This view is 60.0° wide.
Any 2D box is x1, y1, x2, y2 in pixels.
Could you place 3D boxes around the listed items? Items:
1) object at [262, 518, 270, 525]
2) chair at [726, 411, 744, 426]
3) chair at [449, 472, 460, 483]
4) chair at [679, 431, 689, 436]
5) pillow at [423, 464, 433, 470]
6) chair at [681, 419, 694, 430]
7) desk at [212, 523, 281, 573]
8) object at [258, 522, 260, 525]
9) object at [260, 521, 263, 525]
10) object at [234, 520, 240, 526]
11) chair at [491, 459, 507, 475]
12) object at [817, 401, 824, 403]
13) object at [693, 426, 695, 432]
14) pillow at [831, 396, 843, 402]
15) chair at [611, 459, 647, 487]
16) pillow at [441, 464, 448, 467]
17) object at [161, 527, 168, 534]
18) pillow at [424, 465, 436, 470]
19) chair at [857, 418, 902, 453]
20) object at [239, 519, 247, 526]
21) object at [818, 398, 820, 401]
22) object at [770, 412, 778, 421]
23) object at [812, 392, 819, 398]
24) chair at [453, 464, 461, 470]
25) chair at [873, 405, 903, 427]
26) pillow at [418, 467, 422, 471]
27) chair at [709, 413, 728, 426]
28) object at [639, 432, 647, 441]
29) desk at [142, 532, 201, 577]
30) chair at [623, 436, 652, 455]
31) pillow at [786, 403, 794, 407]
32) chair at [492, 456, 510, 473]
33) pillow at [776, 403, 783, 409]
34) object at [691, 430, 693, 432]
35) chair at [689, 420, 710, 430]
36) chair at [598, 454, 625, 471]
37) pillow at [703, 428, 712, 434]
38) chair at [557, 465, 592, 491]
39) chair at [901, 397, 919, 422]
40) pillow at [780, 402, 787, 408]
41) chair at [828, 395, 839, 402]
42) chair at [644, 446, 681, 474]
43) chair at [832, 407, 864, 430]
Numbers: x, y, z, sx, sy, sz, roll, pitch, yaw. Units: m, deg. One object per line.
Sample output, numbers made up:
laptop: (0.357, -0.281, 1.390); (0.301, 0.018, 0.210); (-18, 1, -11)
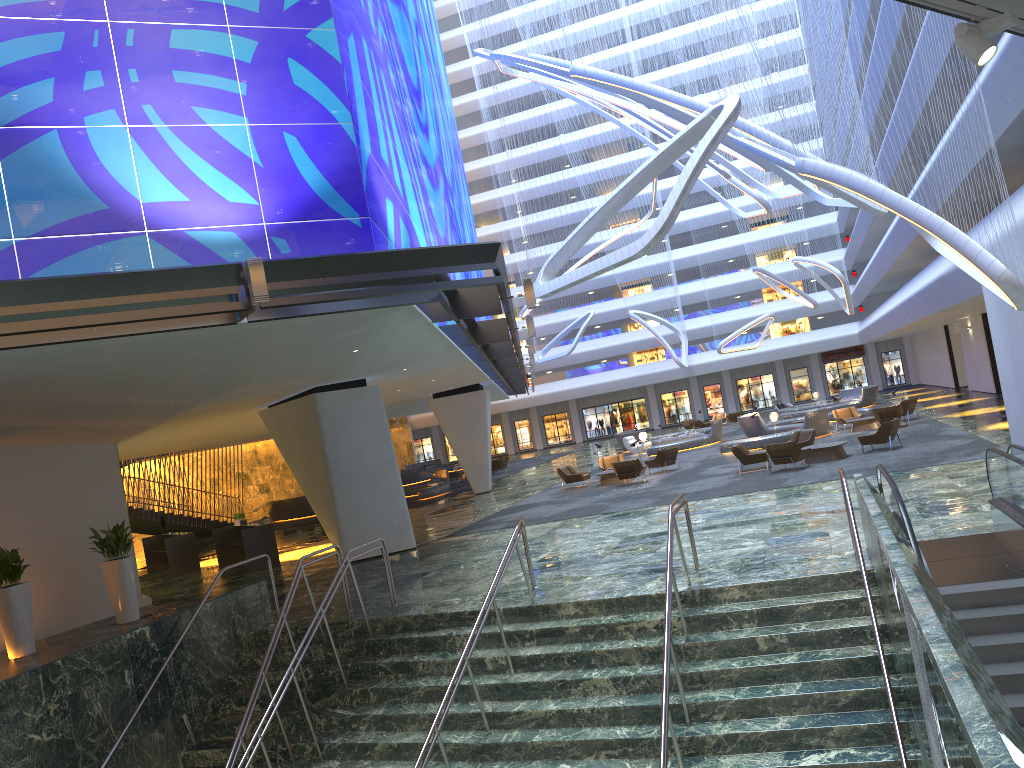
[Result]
object: (-6.306, 3.524, 22.731); (0.149, 0.149, 0.150); (-9, -2, -37)
chair: (12.974, 2.016, 51.354); (0.929, 0.766, 0.940); (-10, -2, -3)
chair: (-3.278, 4.831, 46.930); (0.937, 0.766, 0.931); (-10, -2, -11)
chair: (8.238, 2.744, 44.944); (1.781, 0.501, 0.587); (-10, -2, -18)
pillow: (-5.660, 5.639, 60.253); (0.773, 0.366, 0.318); (-9, -2, -30)
chair: (10.758, 2.511, 53.254); (0.927, 0.766, 0.941); (-10, -2, -28)
desk: (-7.135, 4.352, 23.678); (0.811, 1.097, 2.987); (-10, -2, -33)
object: (-6.559, 3.626, 23.090); (0.072, 0.070, 0.072); (-9, -2, -37)
object: (-6.446, 3.579, 22.929); (0.110, 0.108, 0.108); (-9, -2, -37)
object: (-7.611, 3.850, 24.596); (0.150, 0.145, 0.150); (-9, -2, -38)
chair: (-0.785, 4.372, 46.996); (0.931, 0.766, 0.938); (-11, -2, 17)
object: (17.934, 1.063, 51.561); (0.381, 0.038, 0.381); (-11, -3, 10)
object: (9.162, 2.219, 44.602); (0.066, 0.355, 0.077); (-10, -1, -14)
pillow: (17.803, 0.819, 48.560); (0.691, 0.262, 0.879); (-10, -2, -19)
chair: (3.580, 2.678, 26.979); (0.931, 0.766, 0.937); (-11, -2, 24)
pillow: (-4.595, 5.559, 60.438); (0.443, 0.207, 0.445); (-11, -2, 5)
object: (-10.704, 4.524, 27.319); (0.158, 0.181, 0.159); (-10, -2, -27)
pillow: (-5.599, 5.664, 60.063); (0.693, 0.262, 0.877); (-11, -2, 9)
chair: (9.765, 1.378, 23.490); (0.942, 0.766, 0.927); (-12, -2, 43)
object: (-7.357, 3.789, 24.281); (0.150, 0.145, 0.150); (-9, -2, -38)
object: (17.869, 0.962, 51.536); (0.131, 0.252, 0.103); (-11, -1, 1)
object: (10.750, 1.333, 36.355); (0.368, 0.387, 0.317); (-11, -2, 26)
object: (18.541, 0.682, 54.059); (0.367, 0.387, 0.318); (-11, -1, 1)
chair: (-3.591, 5.525, 58.257); (0.588, 0.501, 0.490); (-12, -2, 35)
chair: (12.678, 1.118, 29.804); (0.931, 0.766, 0.937); (-11, -2, 24)
pillow: (-6.421, 5.746, 59.563); (0.316, 0.386, 0.783); (-11, -2, 35)
chair: (12.447, 2.198, 53.243); (0.932, 0.766, 0.936); (-12, -2, 37)
object: (6.005, 2.399, 40.583); (0.367, 0.387, 0.318); (-11, -1, 1)
desk: (-10.080, 5.007, 26.143); (0.811, 1.097, 2.987); (-10, -2, -35)
chair: (5.886, 2.833, 41.470); (1.161, 0.881, 0.727); (-12, -2, 38)
pillow: (16.446, 1.281, 52.804); (0.683, 0.280, 0.877); (-9, -3, -34)
chair: (-0.649, 4.434, 48.956); (0.936, 0.766, 0.932); (-9, -2, -33)
pillow: (15.945, 1.298, 52.627); (0.296, 0.368, 0.767); (-11, -2, 31)
object: (9.040, 2.360, 44.554); (0.071, 0.118, 0.151); (-11, -2, 29)
chair: (10.649, 2.406, 50.432); (0.936, 0.766, 0.932); (-9, -2, -30)
chair: (3.460, 2.848, 30.328); (0.929, 0.766, 0.939); (-11, -2, 2)
pillow: (8.881, 2.058, 39.210); (0.694, 0.262, 0.875); (-12, -3, 27)
chair: (2.071, 3.062, 29.347); (0.941, 0.766, 0.927); (-11, -2, 27)
chair: (14.058, 0.955, 31.919); (0.927, 0.766, 0.942); (-9, -2, -38)
pillow: (16.145, 1.235, 52.594); (0.316, 0.386, 0.783); (-11, -2, 34)
chair: (18.403, 0.941, 49.794); (0.927, 0.766, 0.942); (-9, -2, -38)
chair: (4.961, 2.516, 29.094); (0.927, 0.766, 0.942); (-9, -2, -38)
chair: (12.557, 1.288, 33.153); (0.929, 0.766, 0.939); (-11, -2, 2)
